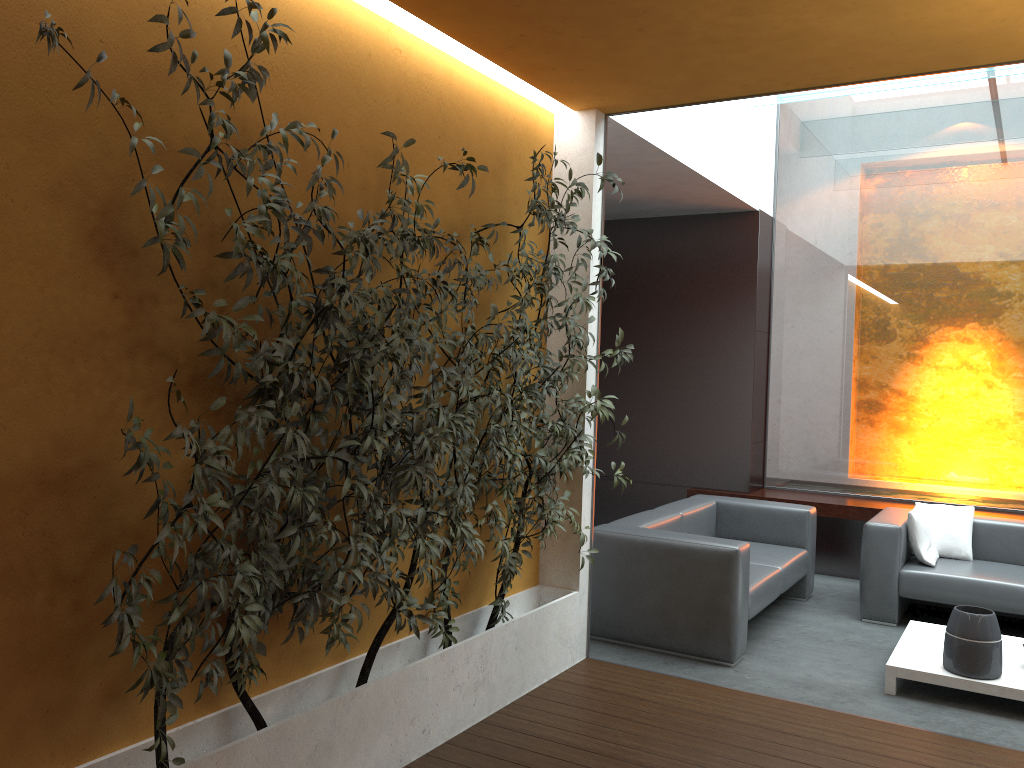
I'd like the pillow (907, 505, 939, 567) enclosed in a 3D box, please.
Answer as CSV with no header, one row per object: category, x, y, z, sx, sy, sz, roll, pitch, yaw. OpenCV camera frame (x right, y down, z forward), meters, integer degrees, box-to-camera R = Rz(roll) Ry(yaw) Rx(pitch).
pillow,2.763,1.014,5.961,0.186,0.358,0.376,2,1,29

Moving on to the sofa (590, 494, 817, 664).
sofa,1.336,1.190,5.904,0.943,0.652,2.025,2,1,31

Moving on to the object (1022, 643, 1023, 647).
object,2.769,1.394,4.517,0.317,0.125,0.223,2,1,-3

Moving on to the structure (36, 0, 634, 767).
structure,-0.341,0.005,3.450,0.622,2.483,3.166,2,1,30

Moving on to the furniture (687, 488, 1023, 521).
furniture,4.250,1.079,6.431,6.000,0.109,0.600,2,1,31

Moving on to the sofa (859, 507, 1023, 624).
sofa,3.712,1.275,5.547,2.781,0.652,0.943,2,1,31

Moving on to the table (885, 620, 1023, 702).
table,2.585,1.523,4.690,1.000,0.150,1.000,2,1,31

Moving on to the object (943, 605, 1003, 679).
object,2.312,1.287,4.447,0.265,0.309,0.265,2,1,3

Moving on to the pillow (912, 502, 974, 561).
pillow,2.986,1.018,6.141,0.376,0.361,0.169,2,1,29
